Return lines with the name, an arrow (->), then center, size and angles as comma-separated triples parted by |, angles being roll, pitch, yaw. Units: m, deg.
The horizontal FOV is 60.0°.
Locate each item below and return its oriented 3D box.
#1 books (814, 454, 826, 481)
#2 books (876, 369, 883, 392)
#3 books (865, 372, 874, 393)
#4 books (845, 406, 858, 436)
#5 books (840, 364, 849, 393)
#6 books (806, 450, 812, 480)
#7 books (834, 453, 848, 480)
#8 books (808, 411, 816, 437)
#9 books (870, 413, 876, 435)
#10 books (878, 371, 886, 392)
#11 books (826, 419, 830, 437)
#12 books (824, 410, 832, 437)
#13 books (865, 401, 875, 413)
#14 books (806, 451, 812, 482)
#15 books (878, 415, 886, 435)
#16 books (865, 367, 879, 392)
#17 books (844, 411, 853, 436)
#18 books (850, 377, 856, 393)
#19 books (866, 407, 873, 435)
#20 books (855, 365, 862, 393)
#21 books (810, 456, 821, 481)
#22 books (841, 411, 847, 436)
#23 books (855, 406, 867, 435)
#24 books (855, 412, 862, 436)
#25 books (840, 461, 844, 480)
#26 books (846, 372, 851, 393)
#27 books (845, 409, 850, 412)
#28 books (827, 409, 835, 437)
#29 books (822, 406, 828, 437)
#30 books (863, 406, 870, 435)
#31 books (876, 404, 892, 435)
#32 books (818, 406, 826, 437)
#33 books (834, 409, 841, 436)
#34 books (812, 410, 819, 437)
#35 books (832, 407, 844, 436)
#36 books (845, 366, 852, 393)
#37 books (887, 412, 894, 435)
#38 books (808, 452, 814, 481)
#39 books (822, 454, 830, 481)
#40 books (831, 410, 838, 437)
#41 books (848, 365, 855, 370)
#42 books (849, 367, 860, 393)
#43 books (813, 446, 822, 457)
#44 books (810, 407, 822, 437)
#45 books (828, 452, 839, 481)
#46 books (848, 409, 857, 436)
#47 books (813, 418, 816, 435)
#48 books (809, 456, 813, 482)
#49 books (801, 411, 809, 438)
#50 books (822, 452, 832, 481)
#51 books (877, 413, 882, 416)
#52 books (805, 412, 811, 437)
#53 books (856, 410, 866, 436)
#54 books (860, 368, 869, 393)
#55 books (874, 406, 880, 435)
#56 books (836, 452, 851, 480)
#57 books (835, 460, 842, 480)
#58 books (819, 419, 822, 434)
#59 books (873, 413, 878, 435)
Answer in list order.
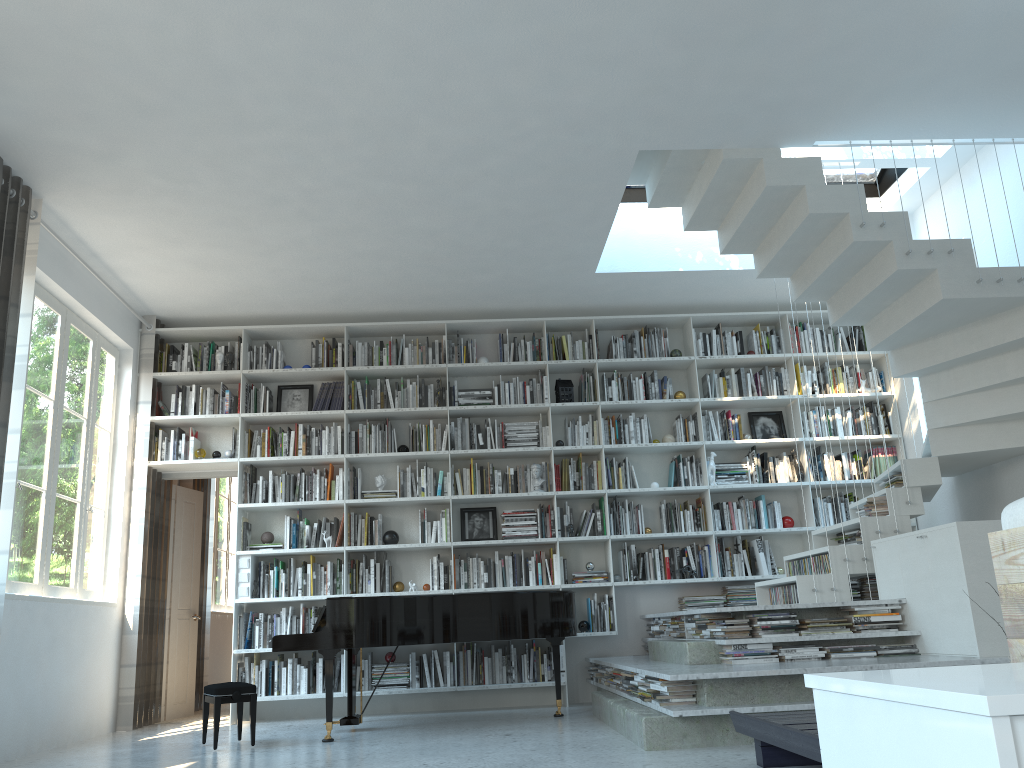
books -> 2.596, 0.731, 7.495 | 0.022, 0.242, 0.171 | -2, -15, -3
books -> 3.175, 0.007, 7.736 | 0.040, 0.246, 0.160 | -2, -15, -3
books -> 3.093, 0.023, 7.718 | 0.023, 0.213, 0.181 | -2, -15, -3
books -> 2.930, 0.350, 7.643 | 0.024, 0.291, 0.132 | -2, -15, -3
books -> 2.876, -0.008, 7.719 | 0.010, 0.294, 0.166 | -2, -15, -3
books -> 2.492, 0.716, 7.512 | 0.010, 0.292, 0.165 | -2, -15, -3
books -> 2.786, 0.724, 7.510 | 0.022, 0.246, 0.181 | -2, -15, -3
books -> 2.538, 0.374, 7.581 | 0.023, 0.247, 0.182 | -2, -15, -3
books -> 3.064, 0.377, 7.615 | 0.025, 0.211, 0.189 | -2, -15, -3
books -> 3.202, 0.016, 7.717 | 0.011, 0.216, 0.170 | -2, -15, -3
books -> 2.676, 0.410, 7.605 | 0.027, 0.179, 0.157 | -2, -15, -3
books -> 2.695, 0.366, 7.604 | 0.013, 0.259, 0.158 | -2, -15, -3
books -> 3.104, 0.325, 7.656 | 0.013, 0.329, 0.140 | -2, -15, -3
books -> 2.475, 0.720, 7.495 | 0.025, 0.276, 0.161 | -2, -15, -3
books -> 3.142, 0.382, 7.617 | 0.029, 0.194, 0.192 | -2, -15, -3
books -> 3.140, 0.003, 7.736 | 0.029, 0.257, 0.163 | -2, -15, -3
books -> 2.866, 0.367, 7.608 | 0.045, 0.244, 0.177 | -2, -15, -3
books -> 2.938, 0.047, 7.719 | 0.034, 0.182, 0.157 | -2, -15, -3
books -> 3.036, 0.351, 7.622 | 0.028, 0.267, 0.174 | -2, -15, -3
books -> 2.998, -0.007, 7.728 | 0.023, 0.286, 0.163 | -2, -15, -3
books -> 2.551, 0.743, 7.518 | 0.066, 0.236, 0.144 | -2, -15, -3
books -> 2.836, 0.369, 7.627 | 0.012, 0.253, 0.161 | -2, -15, -3
books -> 3.002, 0.346, 7.627 | 0.012, 0.282, 0.152 | -2, -15, -3
books -> 2.957, 0.375, 7.638 | 0.028, 0.236, 0.146 | -2, -15, -3
books -> 2.761, 0.760, 7.516 | 0.030, 0.183, 0.137 | -2, -15, -3
books -> 2.891, 0.027, 7.696 | 0.013, 0.212, 0.187 | -2, -15, -3
books -> 2.913, 0.360, 7.643 | 0.010, 0.273, 0.130 | -2, -15, -3
books -> 2.713, 0.363, 7.615 | 0.025, 0.270, 0.153 | -2, -15, -3
books -> 2.655, 0.352, 7.605 | 0.012, 0.292, 0.166 | -2, -15, -3
books -> 3.015, 0.348, 7.624 | 0.013, 0.276, 0.188 | -2, -15, -3
books -> 3.194, 0.335, 7.637 | 0.042, 0.291, 0.187 | -2, -15, -3
books -> 2.637, 0.353, 7.616 | 0.022, 0.296, 0.162 | -2, -15, -3
books -> 2.761, 0.362, 7.605 | 0.022, 0.262, 0.173 | -2, -15, -3
books -> 2.573, 0.372, 7.595 | 0.026, 0.255, 0.174 | -2, -15, -3
books -> 2.787, 0.353, 7.614 | 0.030, 0.283, 0.167 | -2, -15, -3
books -> 2.907, 0.001, 7.731 | 0.024, 0.280, 0.154 | -2, -15, -3
books -> 3.227, 0.370, 7.631 | 0.021, 0.218, 0.184 | -2, -15, -3
books -> 2.511, 0.724, 7.521 | 0.010, 0.278, 0.148 | -2, -15, -3
books -> 2.632, 0.729, 7.496 | 0.026, 0.245, 0.181 | -2, -15, -3
books -> 2.738, 0.365, 7.605 | 0.024, 0.258, 0.157 | -2, -15, -3
books -> 2.980, -0.007, 7.739 | 0.011, 0.293, 0.151 | -2, -15, -3
books -> 2.965, 0.003, 7.712 | 0.022, 0.260, 0.161 | -2, -15, -3
books -> 2.610, 0.698, 7.524 | 0.012, 0.321, 0.142 | -2, -15, -3
books -> 2.593, 0.353, 7.586 | 0.014, 0.284, 0.186 | -2, -15, -3
books -> 2.695, 0.719, 7.501 | 0.056, 0.260, 0.177 | -2, -15, -3
books -> 2.899, 0.361, 7.618 | 0.023, 0.257, 0.184 | -2, -15, -3
books -> 2.554, 0.383, 7.598 | 0.011, 0.238, 0.173 | -2, -15, -3
books -> 2.503, 0.741, 7.506 | 0.010, 0.238, 0.148 | -2, -15, -3
books -> 2.493, 0.377, 7.594 | 0.012, 0.253, 0.161 | -2, -15, -3
books -> 2.655, 0.722, 7.511 | 0.022, 0.264, 0.157 | -2, -15, -3
books -> 3.166, 0.374, 7.657 | 0.024, 0.229, 0.131 | -2, -15, -3
books -> 2.512, 0.382, 7.607 | 0.026, 0.249, 0.161 | -2, -15, -3
books -> 2.984, 0.364, 7.631 | 0.025, 0.252, 0.160 | -2, -15, -3
books -> 3.046, 0.006, 7.723 | 0.070, 0.253, 0.155 | -2, -15, -3
books -> 3.118, 0.345, 7.643 | 0.013, 0.282, 0.149 | -2, -15, -3
books -> 2.810, 0.721, 7.523 | 0.029, 0.258, 0.172 | -2, -15, -3
books -> 2.735, 0.752, 7.495 | 0.023, 0.188, 0.170 | -2, -15, -3
books -> 2.615, 0.407, 7.606 | 0.028, 0.191, 0.137 | -2, -15, -3
books -> 3.089, 0.374, 7.626 | 0.025, 0.219, 0.178 | -2, -15, -3
